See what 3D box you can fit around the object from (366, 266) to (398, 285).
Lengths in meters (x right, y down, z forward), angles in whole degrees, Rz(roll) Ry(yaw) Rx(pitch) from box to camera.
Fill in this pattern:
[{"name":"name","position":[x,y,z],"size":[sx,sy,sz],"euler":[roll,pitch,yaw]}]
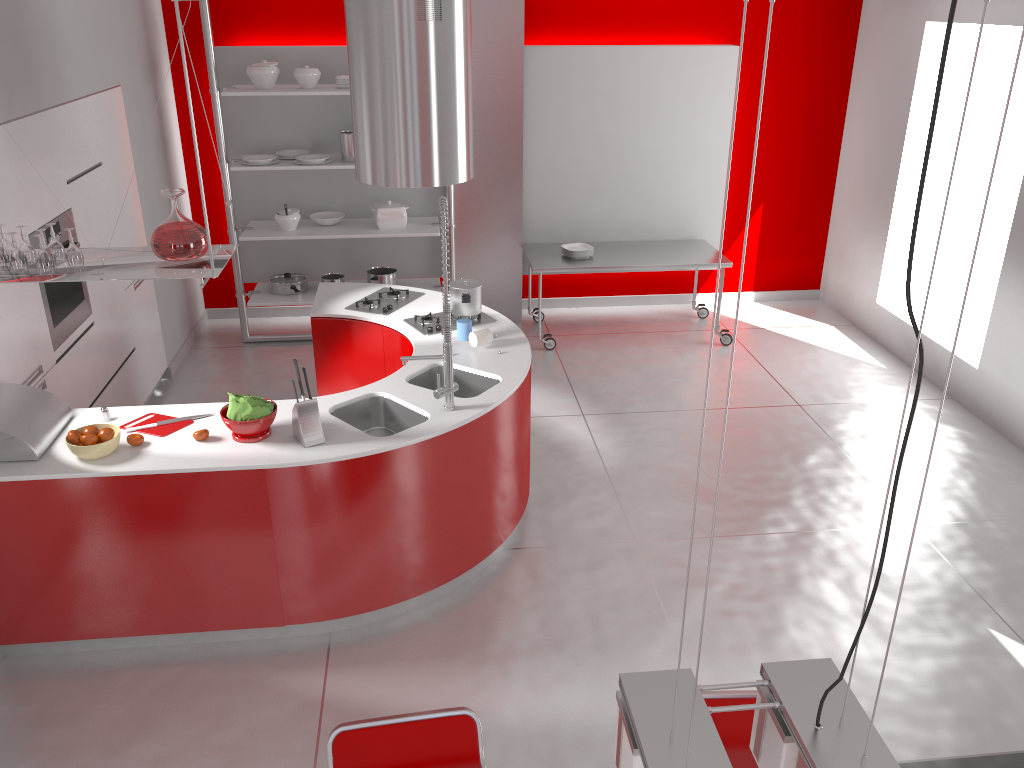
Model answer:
[{"name":"object","position":[-1.023,-0.816,6.999],"size":[0.240,0.161,0.259],"euler":[-10,26,-21]}]

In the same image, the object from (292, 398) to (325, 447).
[{"name":"object","position":[-0.841,0.144,3.641],"size":[0.091,0.178,0.137],"euler":[-15,28,-30]}]

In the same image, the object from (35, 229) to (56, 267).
[{"name":"object","position":[-1.738,-0.503,3.299],"size":[0.060,0.141,0.060],"euler":[-2,24,-6]}]

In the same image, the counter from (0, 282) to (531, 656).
[{"name":"counter","position":[-0.974,0.369,4.447],"size":[1.868,0.880,2.865],"euler":[12,26,25]}]

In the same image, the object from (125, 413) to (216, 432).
[{"name":"object","position":[-1.465,0.158,3.808],"size":[0.375,0.008,0.041],"euler":[-13,27,-27]}]

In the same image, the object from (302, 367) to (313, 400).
[{"name":"object","position":[-0.827,0.076,3.645],"size":[0.012,0.279,0.130],"euler":[-16,28,-32]}]

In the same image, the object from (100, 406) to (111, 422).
[{"name":"object","position":[-1.752,0.128,3.817],"size":[0.043,0.066,0.042],"euler":[3,24,6]}]

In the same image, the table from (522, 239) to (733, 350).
[{"name":"table","position":[0.919,-0.732,7.201],"size":[1.627,0.682,0.749],"euler":[-2,24,-5]}]

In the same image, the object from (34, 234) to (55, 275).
[{"name":"object","position":[-1.705,-0.471,3.226],"size":[0.060,0.141,0.060],"euler":[-13,27,-27]}]

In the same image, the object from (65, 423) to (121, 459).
[{"name":"object","position":[-1.666,0.240,3.544],"size":[0.201,0.086,0.201],"euler":[-2,24,-5]}]

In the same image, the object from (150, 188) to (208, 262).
[{"name":"object","position":[-1.274,-0.605,3.379],"size":[0.213,0.266,0.213],"euler":[9,25,20]}]

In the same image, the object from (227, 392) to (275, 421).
[{"name":"object","position":[-1.078,0.108,3.669],"size":[0.198,0.182,0.193],"euler":[0,24,-1]}]

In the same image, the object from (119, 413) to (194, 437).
[{"name":"object","position":[-1.517,0.174,3.789],"size":[0.266,0.006,0.168],"euler":[9,25,19]}]

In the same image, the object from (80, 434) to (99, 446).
[{"name":"object","position":[-1.675,0.219,3.515],"size":[0.065,0.052,0.062],"euler":[-9,25,-20]}]

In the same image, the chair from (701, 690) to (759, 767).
[{"name":"chair","position":[0.587,1.303,2.372],"size":[0.418,0.857,0.460],"euler":[0,24,-1]}]

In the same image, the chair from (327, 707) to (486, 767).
[{"name":"chair","position":[-0.244,1.335,2.294],"size":[0.418,0.857,0.460],"euler":[-4,24,-10]}]

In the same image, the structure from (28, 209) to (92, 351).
[{"name":"structure","position":[-2.313,-0.551,4.597],"size":[0.050,0.589,0.599],"euler":[-2,24,-6]}]

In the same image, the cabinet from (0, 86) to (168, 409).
[{"name":"cabinet","position":[-2.660,-0.473,4.921],"size":[0.614,2.026,2.398],"euler":[-2,24,-6]}]

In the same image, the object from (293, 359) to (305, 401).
[{"name":"object","position":[-0.855,0.065,3.632],"size":[0.014,0.322,0.150],"euler":[-16,28,-32]}]

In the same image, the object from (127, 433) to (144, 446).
[{"name":"object","position":[-1.536,0.229,3.618],"size":[0.065,0.047,0.063],"euler":[-2,24,-6]}]

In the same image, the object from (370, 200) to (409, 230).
[{"name":"object","position":[-0.942,-1.313,6.821],"size":[0.282,0.197,0.235],"euler":[-7,25,-15]}]

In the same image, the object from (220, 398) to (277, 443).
[{"name":"object","position":[-1.088,0.158,3.689],"size":[0.229,0.118,0.228],"euler":[-16,28,-32]}]

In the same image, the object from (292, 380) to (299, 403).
[{"name":"object","position":[-0.872,0.086,3.617],"size":[0.009,0.197,0.091],"euler":[-16,28,-32]}]

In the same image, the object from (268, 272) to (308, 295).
[{"name":"object","position":[-1.773,-0.790,6.971],"size":[0.308,0.130,0.407],"euler":[1,24,1]}]

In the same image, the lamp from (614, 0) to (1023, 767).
[{"name":"lamp","position":[0.312,0.120,0.941],"size":[0.304,1.025,0.304],"euler":[-2,24,-6]}]

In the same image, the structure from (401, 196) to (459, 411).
[{"name":"structure","position":[-0.323,-0.329,3.804],"size":[0.178,0.920,0.308],"euler":[17,29,34]}]

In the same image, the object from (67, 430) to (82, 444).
[{"name":"object","position":[-1.734,0.210,3.524],"size":[0.055,0.058,0.066],"euler":[-9,25,-19]}]

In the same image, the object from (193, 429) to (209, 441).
[{"name":"object","position":[-1.284,0.208,3.662],"size":[0.064,0.048,0.063],"euler":[-12,27,-26]}]

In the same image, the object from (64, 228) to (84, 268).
[{"name":"object","position":[-1.639,-0.508,3.310],"size":[0.060,0.141,0.060],"euler":[-2,24,-6]}]

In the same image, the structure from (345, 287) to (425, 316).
[{"name":"structure","position":[-0.755,-0.513,5.311],"size":[0.303,0.037,0.457],"euler":[10,26,22]}]

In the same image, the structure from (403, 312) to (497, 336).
[{"name":"structure","position":[-0.348,-0.372,4.995],"size":[0.457,0.037,0.303],"euler":[-14,27,-28]}]

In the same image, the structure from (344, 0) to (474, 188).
[{"name":"structure","position":[-0.531,-1.575,4.685],"size":[0.644,0.958,0.644],"euler":[-19,30,-36]}]

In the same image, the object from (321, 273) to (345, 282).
[{"name":"object","position":[-1.406,-0.788,6.981],"size":[0.196,0.122,0.182],"euler":[20,31,38]}]

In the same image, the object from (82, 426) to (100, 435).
[{"name":"object","position":[-1.694,0.195,3.569],"size":[0.066,0.049,0.062],"euler":[-4,24,-9]}]

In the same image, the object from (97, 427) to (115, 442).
[{"name":"object","position":[-1.629,0.201,3.558],"size":[0.066,0.049,0.062],"euler":[1,24,2]}]

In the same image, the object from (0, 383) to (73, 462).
[{"name":"object","position":[-2.037,0.147,3.629],"size":[0.300,0.170,0.400],"euler":[-2,24,-6]}]

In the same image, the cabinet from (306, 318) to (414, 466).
[{"name":"cabinet","position":[-1.247,0.334,4.445],"size":[1.025,0.761,1.875],"euler":[18,30,35]}]
